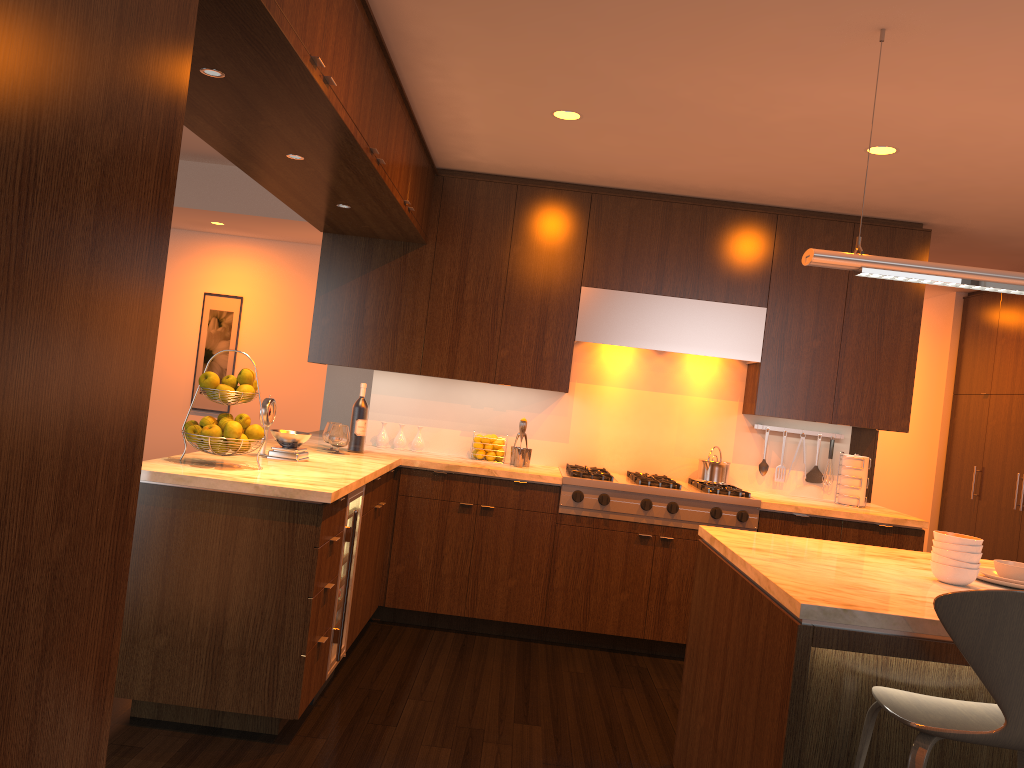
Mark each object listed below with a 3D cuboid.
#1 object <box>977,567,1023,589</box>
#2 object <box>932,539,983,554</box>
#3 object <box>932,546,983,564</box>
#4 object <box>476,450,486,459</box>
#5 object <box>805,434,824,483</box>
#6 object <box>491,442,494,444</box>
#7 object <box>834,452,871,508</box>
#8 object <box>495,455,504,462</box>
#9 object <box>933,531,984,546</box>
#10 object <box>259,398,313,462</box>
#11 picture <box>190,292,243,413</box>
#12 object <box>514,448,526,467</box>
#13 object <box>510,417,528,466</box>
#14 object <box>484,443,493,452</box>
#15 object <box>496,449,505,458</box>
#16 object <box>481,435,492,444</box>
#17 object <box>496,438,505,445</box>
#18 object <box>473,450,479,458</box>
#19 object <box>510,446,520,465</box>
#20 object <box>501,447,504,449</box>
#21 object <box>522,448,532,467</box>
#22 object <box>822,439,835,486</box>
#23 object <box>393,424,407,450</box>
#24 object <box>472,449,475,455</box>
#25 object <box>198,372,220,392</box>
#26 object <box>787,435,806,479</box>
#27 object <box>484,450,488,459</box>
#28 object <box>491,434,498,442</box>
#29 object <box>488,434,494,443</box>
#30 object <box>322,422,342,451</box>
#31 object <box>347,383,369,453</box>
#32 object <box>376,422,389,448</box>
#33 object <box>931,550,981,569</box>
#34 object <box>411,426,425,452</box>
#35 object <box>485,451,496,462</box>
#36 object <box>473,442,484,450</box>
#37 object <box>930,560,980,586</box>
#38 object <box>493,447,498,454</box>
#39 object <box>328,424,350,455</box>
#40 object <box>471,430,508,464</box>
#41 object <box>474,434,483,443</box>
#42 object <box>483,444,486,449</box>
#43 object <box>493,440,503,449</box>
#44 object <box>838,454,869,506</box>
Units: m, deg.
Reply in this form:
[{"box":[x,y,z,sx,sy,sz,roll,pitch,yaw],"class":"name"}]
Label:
[{"box":[1.620,0.634,2.850,0.310,0.021,0.309,7,-1,1],"class":"object"},{"box":[1.361,0.514,2.716,0.140,0.064,0.139,7,-1,-25],"class":"object"},{"box":[1.359,0.536,2.715,0.140,0.062,0.139,7,-1,1],"class":"object"},{"box":[-0.184,0.416,5.239,0.052,0.057,0.060,6,-1,36],"class":"object"},{"box":[1.846,0.452,5.378,0.112,0.303,0.036,7,-1,1],"class":"object"},{"box":[-0.139,0.360,5.341,0.061,0.051,0.055,6,-1,29],"class":"object"},{"box":[1.972,0.554,5.147,0.168,0.304,0.160,7,-1,-45],"class":"object"},{"box":[-0.078,0.437,5.284,0.063,0.053,0.051,6,-1,42],"class":"object"},{"box":[1.363,0.493,2.716,0.140,0.062,0.139,7,-1,10],"class":"object"},{"box":[-1.030,0.208,4.068,0.231,0.266,0.191,7,-1,4],"class":"object"},{"box":[-3.006,-0.315,9.023,0.398,1.200,0.012,7,-1,1],"class":"picture"},{"box":[0.042,0.425,5.108,0.060,0.106,0.060,6,-1,33],"class":"object"},{"box":[0.041,0.333,5.116,0.088,0.288,0.101,6,-1,31],"class":"object"},{"box":[-0.138,0.376,5.247,0.052,0.053,0.062,7,-1,6],"class":"object"},{"box":[-0.067,0.409,5.244,0.052,0.054,0.061,7,-1,11],"class":"object"},{"box":[-0.152,0.329,5.240,0.063,0.051,0.053,7,-1,-8],"class":"object"},{"box":[-0.070,0.351,5.317,0.051,0.053,0.063,7,-1,-43],"class":"object"},{"box":[-0.206,0.421,5.293,0.061,0.053,0.053,7,-1,-13],"class":"object"},{"box":[0.019,0.423,5.225,0.060,0.106,0.060,6,-1,33],"class":"object"},{"box":[-0.071,0.402,5.313,0.051,0.055,0.061,7,-1,13],"class":"object"},{"box":[0.083,0.430,5.186,0.060,0.106,0.060,6,-1,33],"class":"object"},{"box":[1.921,0.476,5.360,0.063,0.281,0.063,7,-1,-21],"class":"object"},{"box":[-0.671,0.319,5.347,0.079,0.154,0.079,7,-1,-16],"class":"object"},{"box":[-0.213,0.419,5.353,0.053,0.053,0.061,7,-1,-11],"class":"object"},{"box":[-1.183,-0.009,3.467,0.077,0.079,0.075,7,-1,11],"class":"object"},{"box":[1.737,0.431,5.364,0.114,0.271,0.008,7,-1,1],"class":"object"},{"box":[-0.146,0.421,5.289,0.052,0.060,0.057,6,-1,40],"class":"object"},{"box":[-0.110,0.334,5.370,0.059,0.060,0.050,6,-1,34],"class":"object"},{"box":[-0.136,0.328,5.298,0.063,0.053,0.051,6,-1,36],"class":"object"},{"box":[-0.957,0.281,4.745,0.112,0.151,0.112,7,-1,19],"class":"object"},{"box":[-0.827,0.183,4.813,0.094,0.378,0.095,6,-1,27],"class":"object"},{"box":[-0.778,0.306,5.351,0.079,0.154,0.079,7,-1,-16],"class":"object"},{"box":[1.356,0.557,2.716,0.140,0.068,0.139,7,-1,-16],"class":"object"},{"box":[-0.562,0.332,5.343,0.079,0.154,0.079,7,-1,-16],"class":"object"},{"box":[-0.126,0.429,5.251,0.064,0.063,0.074,7,-1,-35],"class":"object"},{"box":[-0.199,0.367,5.239,0.063,0.051,0.053,7,-1,3],"class":"object"},{"box":[1.353,0.581,2.715,0.140,0.059,0.139,7,-1,-7],"class":"object"},{"box":[-0.100,0.395,5.304,0.062,0.053,0.051,6,-1,42],"class":"object"},{"box":[-0.898,0.287,4.603,0.112,0.151,0.112,7,-1,19],"class":"object"},{"box":[-0.135,0.372,5.306,0.207,0.175,0.189,7,-1,-1],"class":"object"},{"box":[-0.197,0.328,5.268,0.057,0.060,0.052,7,-1,22],"class":"object"},{"box":[-0.174,0.369,5.291,0.051,0.053,0.064,6,-1,37],"class":"object"},{"box":[-0.084,0.361,5.260,0.061,0.052,0.053,7,-1,-43],"class":"object"},{"box":[1.979,0.557,5.139,0.144,0.286,0.149,7,-1,-17],"class":"object"}]
